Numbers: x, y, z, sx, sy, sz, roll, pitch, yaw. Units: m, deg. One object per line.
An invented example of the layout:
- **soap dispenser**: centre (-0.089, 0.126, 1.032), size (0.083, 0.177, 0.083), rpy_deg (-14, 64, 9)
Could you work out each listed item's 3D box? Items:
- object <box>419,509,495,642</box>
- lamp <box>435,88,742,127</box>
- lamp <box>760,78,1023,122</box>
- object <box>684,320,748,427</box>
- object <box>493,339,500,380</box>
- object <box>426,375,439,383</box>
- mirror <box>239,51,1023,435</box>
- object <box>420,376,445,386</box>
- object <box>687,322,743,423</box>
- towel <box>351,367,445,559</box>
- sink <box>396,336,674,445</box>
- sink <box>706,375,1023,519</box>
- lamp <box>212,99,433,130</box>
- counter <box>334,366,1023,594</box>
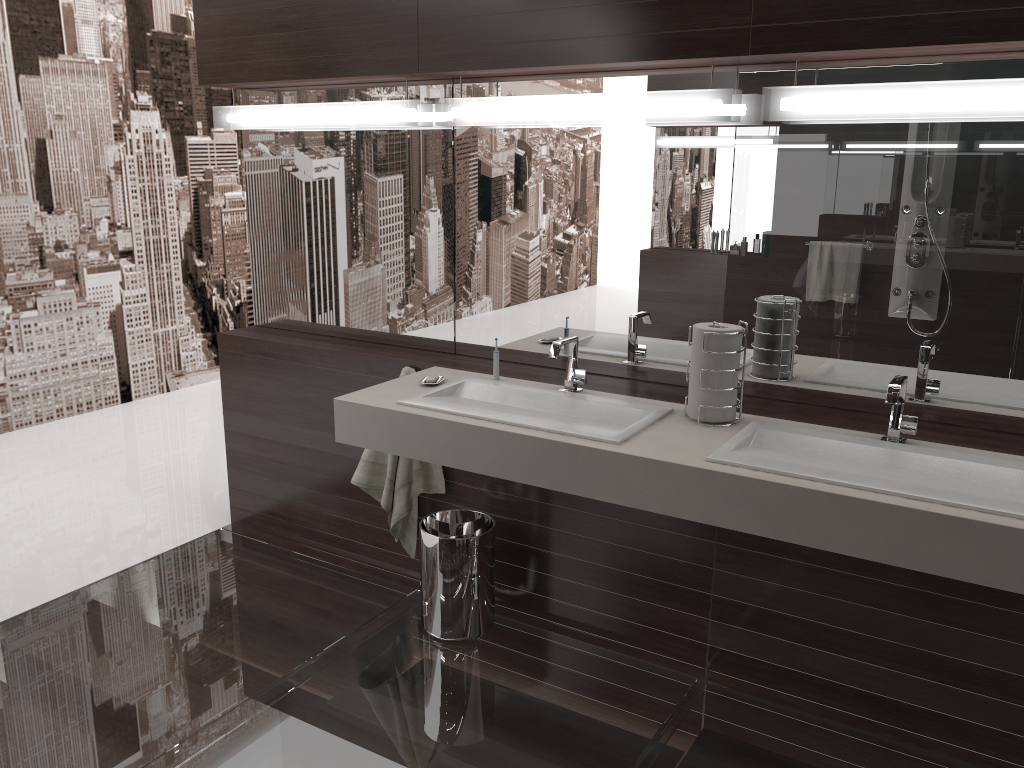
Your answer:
- **object**: centre (-0.173, 0.610, 2.823), size (0.237, 0.358, 0.237), rpy_deg (-6, 16, -26)
- **lamp**: centre (0.186, -0.797, 2.573), size (0.950, 0.082, 0.082), rpy_deg (9, 16, 30)
- **lamp**: centre (1.062, -0.659, 2.054), size (0.950, 0.082, 0.082), rpy_deg (9, 16, 30)
- **object**: centre (0.538, -0.034, 2.324), size (0.136, 0.261, 0.145), rpy_deg (-3, 15, -15)
- **object**: centre (-0.048, -0.078, 2.746), size (0.022, 0.132, 0.022), rpy_deg (4, 14, 13)
- **object**: centre (-0.244, -0.015, 2.709), size (0.035, 0.016, 0.066), rpy_deg (2, 14, 8)
- **mirror**: centre (0.045, 0.075, 0.524), size (5.081, 0.916, 4.126), rpy_deg (9, 16, 30)
- **object**: centre (-0.243, -0.008, 2.711), size (0.065, 0.011, 0.108), rpy_deg (3, 14, 9)
- **object**: centre (0.531, -0.031, 2.322), size (0.128, 0.246, 0.124), rpy_deg (4, 14, 12)
- **towel**: centre (-0.405, 0.284, 3.010), size (0.368, 0.678, 0.156), rpy_deg (9, 16, 31)
- **sink**: centre (0.078, -0.007, 2.466), size (0.681, 0.193, 0.427), rpy_deg (9, 16, 30)
- **sink**: centre (0.844, 0.114, 2.012), size (0.681, 0.193, 0.427), rpy_deg (9, 16, 30)
- **lamp**: centre (-0.684, -0.934, 3.088), size (0.950, 0.082, 0.082), rpy_deg (9, 16, 30)
- **counter**: centre (0.450, 0.185, 2.254), size (1.954, 0.131, 0.488), rpy_deg (9, 16, 30)
